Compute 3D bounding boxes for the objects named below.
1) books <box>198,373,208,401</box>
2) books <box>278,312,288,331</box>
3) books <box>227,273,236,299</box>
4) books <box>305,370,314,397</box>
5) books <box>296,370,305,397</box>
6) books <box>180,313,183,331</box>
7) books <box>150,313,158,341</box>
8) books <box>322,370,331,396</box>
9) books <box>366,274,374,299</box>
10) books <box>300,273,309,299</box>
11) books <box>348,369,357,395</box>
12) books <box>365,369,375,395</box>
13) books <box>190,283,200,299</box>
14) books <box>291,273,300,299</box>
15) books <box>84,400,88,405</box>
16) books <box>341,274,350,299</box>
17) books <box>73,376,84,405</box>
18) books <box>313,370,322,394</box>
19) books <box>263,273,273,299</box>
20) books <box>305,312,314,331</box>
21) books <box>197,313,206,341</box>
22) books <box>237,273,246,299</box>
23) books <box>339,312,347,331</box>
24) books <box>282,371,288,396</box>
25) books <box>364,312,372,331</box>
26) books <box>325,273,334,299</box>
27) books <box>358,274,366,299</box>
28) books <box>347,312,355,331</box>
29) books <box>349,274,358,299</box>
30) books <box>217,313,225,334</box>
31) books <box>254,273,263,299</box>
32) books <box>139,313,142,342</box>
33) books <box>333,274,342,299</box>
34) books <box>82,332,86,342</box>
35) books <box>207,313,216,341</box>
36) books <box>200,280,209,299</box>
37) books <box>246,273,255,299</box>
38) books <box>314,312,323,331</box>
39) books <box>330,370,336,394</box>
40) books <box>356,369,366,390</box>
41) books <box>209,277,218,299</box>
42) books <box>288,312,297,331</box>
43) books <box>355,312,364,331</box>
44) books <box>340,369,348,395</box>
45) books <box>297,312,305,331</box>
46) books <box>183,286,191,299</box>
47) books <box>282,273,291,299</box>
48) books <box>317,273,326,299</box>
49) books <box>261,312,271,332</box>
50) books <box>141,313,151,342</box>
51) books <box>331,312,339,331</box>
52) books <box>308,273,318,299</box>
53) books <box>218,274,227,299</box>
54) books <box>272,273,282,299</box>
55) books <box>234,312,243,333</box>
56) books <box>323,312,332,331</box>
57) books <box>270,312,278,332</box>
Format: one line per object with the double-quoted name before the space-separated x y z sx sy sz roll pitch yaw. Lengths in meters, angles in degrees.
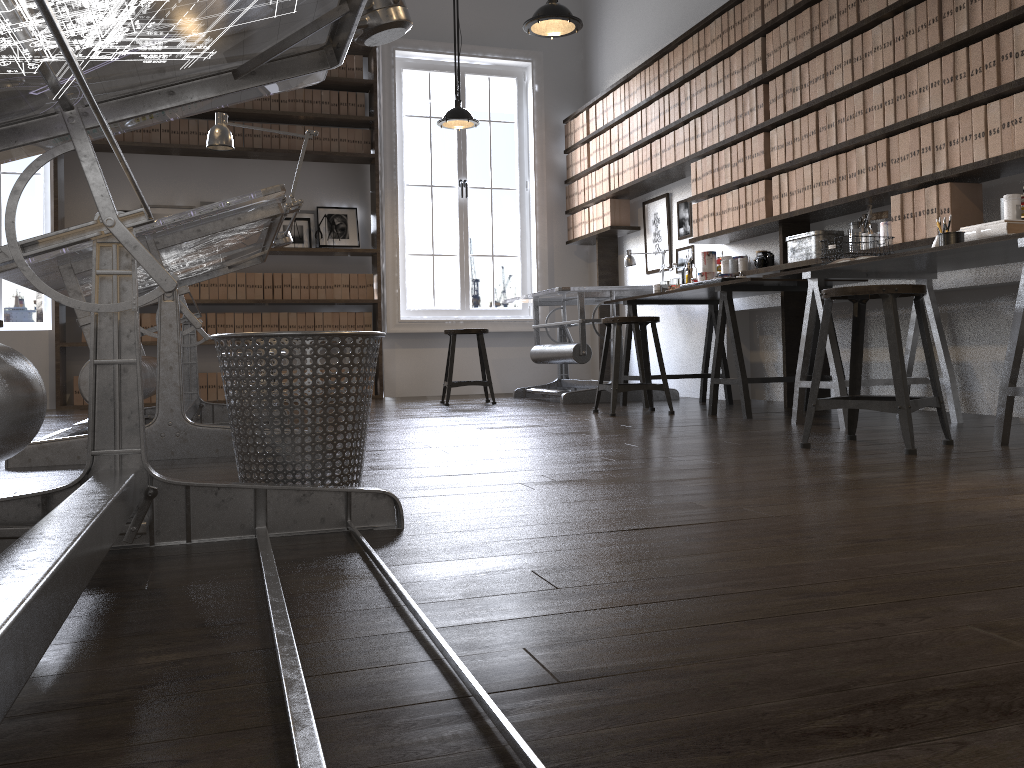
"books" -2.491 0.023 7.137 0.067 0.226 0.174 -1 0 -18
"books" -1.898 -0.478 7.343 0.067 0.226 0.174 -1 0 -18
"books" -2.288 -0.789 7.230 0.067 0.226 0.174 -1 0 -18
"books" -1.698 -0.002 7.394 0.067 0.226 0.174 -1 0 -18
"books" -1.763 0.000 7.378 0.067 0.226 0.174 -1 0 -18
"books" -2.641 -0.455 7.109 0.067 0.226 0.174 -1 0 -18
"books" -2.836 -0.449 7.045 0.067 0.226 0.174 -1 0 -18
"books" -1.568 -0.006 7.442 0.067 0.226 0.174 -1 0 -18
"books" -1.227 -0.822 7.570 0.067 0.226 0.174 -1 0 -18
"books" -1.742 -0.806 7.410 0.067 0.226 0.174 -1 0 -18
"books" -1.361 -0.013 7.504 0.067 0.226 0.174 -1 0 -18
"books" -1.219 -0.018 7.553 0.067 0.226 0.174 -1 0 -18
"books" -2.557 -0.780 7.143 0.067 0.226 0.174 -1 0 -18
"books" -1.808 -0.804 7.384 0.067 0.226 0.174 -1 0 -18
"books" -3.283 0.048 6.887 0.067 0.226 0.174 -1 0 -18
"books" -1.422 -0.816 7.508 0.067 0.226 0.174 -1 0 -18
"books" -3.350 0.051 6.867 0.067 0.226 0.174 -1 0 -18
"books" -1.636 -0.004 7.420 0.067 0.226 0.174 -1 0 -18
"books" -2.019 -0.797 7.321 0.067 0.226 0.174 -1 0 -18
"books" -1.698 -0.485 7.414 0.067 0.226 0.174 -1 0 -18
"books" -2.506 -0.459 7.153 0.067 0.226 0.174 -1 0 -18
"books" -2.218 -0.791 7.249 0.067 0.226 0.174 -1 0 -18
"books" -1.438 -0.493 7.493 0.067 0.226 0.174 -1 0 -18
"books" -1.891 0.004 7.333 0.067 0.226 0.174 -1 0 -18
"books" -1.239 -0.499 7.559 0.067 0.226 0.174 -1 0 -18
"books" -1.547 -0.812 7.472 0.067 0.226 0.174 -1 0 -18
"books" -1.291 -0.821 7.557 0.067 0.226 0.174 -1 0 -18
"books" -1.375 -0.495 7.519 0.067 0.226 0.174 -1 0 -18
"books" -1.357 -0.818 7.534 0.067 0.226 0.174 -1 0 -18
"books" -2.365 -0.464 7.199 0.067 0.226 0.174 -1 0 -18
"books" -2.091 -0.795 7.295 0.067 0.226 0.174 -1 0 -18
"books" -2.964 -0.444 7.000 0.067 0.226 0.174 -1 0 -18
"books" -1.486 -0.814 7.490 0.067 0.226 0.174 -1 0 -18
"books" -3.301 -0.433 6.889 0.067 0.226 0.174 -1 0 -18
"books" -2.433 -0.461 7.171 0.067 0.226 0.174 -1 0 -18
"books" -2.487 -0.782 7.164 0.067 0.226 0.174 -1 0 -18
"books" -2.149 -0.793 7.271 0.067 0.226 0.174 -1 0 -18
"books" -1.630 -0.487 7.431 0.067 0.226 0.174 -1 0 -18
"books" -1.500 -0.008 7.460 0.067 0.226 0.174 -1 0 -18
"books" -1.292 -0.015 7.532 0.067 0.226 0.174 -1 0 -18
"books" -2.421 -0.784 7.189 0.067 0.226 0.174 -1 0 -18
"books" -1.830 -0.481 7.369 0.067 0.226 0.174 -1 0 -18
"books" -1.308 -0.497 7.541 0.067 0.226 0.174 -1 0 -18
"books" -1.434 -0.011 7.486 0.067 0.226 0.174 -1 0 -18
"books" -1.765 -0.483 7.394 0.067 0.226 0.174 -1 0 -18
"books" -2.617 -0.778 7.125 0.067 0.226 0.174 -1 0 -18
"books" -1.877 -0.802 7.367 0.067 0.226 0.174 -1 0 -18
"books" -1.609 -0.810 7.447 0.067 0.226 0.174 -1 0 -18
"books" -2.029 -0.474 7.306 0.067 0.226 0.174 -1 0 -18
"books" -2.895 -0.446 7.024 0.067 0.226 0.174 -1 0 -18
"books" -1.502 -0.491 7.476 0.067 0.226 0.174 -1 0 -18
"books" -1.675 -0.808 7.432 0.067 0.226 0.174 -1 0 -18
"books" -2.356 -0.787 7.212 0.067 0.226 0.174 -1 0 -18
"books" -1.947 -0.799 7.338 0.067 0.226 0.174 -1 0 -18
"books" -2.232 -0.468 7.239 0.067 0.226 0.174 -1 0 -18
"books" -1.562 -0.489 7.456 0.067 0.226 0.174 -1 0 -18
"books" -1.967 -0.476 7.321 0.067 0.226 0.174 -1 0 -18
